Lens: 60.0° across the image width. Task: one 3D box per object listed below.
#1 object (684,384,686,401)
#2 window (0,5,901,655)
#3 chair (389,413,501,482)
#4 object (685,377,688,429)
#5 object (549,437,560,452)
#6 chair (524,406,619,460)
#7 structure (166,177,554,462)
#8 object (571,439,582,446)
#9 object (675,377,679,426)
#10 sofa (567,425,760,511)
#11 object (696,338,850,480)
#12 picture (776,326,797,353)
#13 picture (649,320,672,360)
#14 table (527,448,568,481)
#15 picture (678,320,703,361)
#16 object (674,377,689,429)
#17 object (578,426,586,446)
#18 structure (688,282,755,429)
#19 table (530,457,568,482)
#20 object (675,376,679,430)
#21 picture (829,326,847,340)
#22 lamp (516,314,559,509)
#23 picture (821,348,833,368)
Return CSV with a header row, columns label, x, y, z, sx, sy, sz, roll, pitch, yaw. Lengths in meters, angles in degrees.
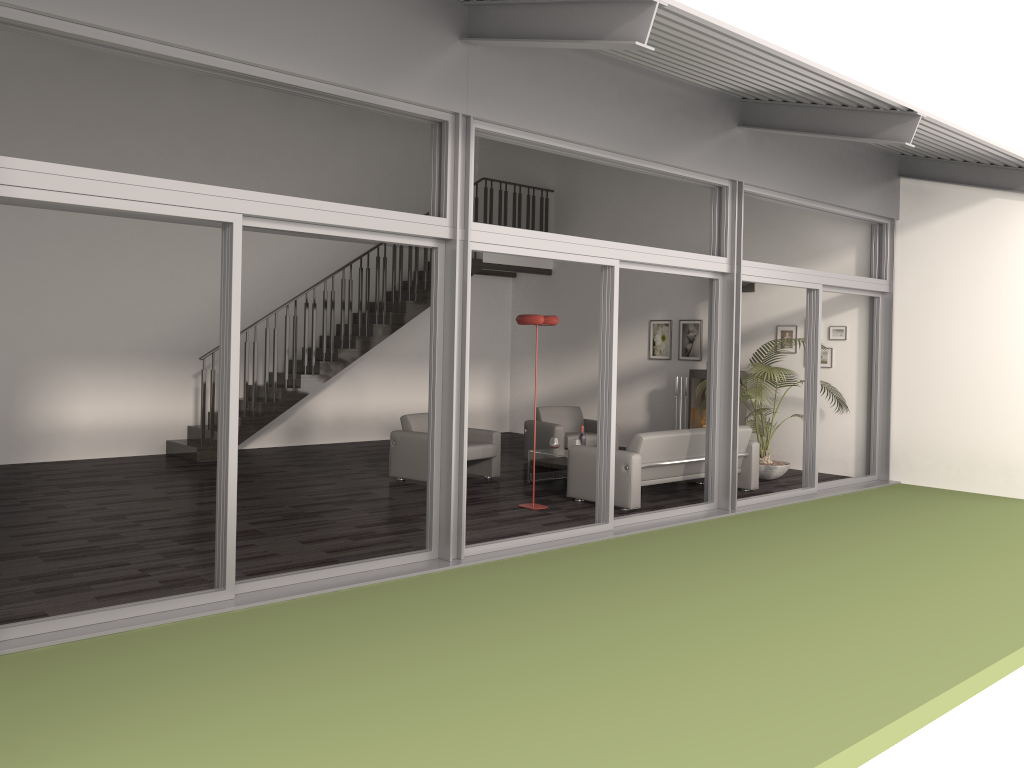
label,x,y,z,sx,sy,sz,roll,pitch,yaw
object,2.439,0.424,12.283,0.113,1.048,0.041,1,0,3
window,0.814,-0.529,7.219,9.744,3.470,0.385,-1,2,-42
chair,-0.710,0.702,9.860,0.910,0.717,0.963,3,2,38
object,2.392,0.428,12.193,0.145,1.052,0.075,1,0,9
object,0.468,0.665,9.700,0.116,0.155,0.116,1,1,-33
chair,0.772,0.669,11.385,0.963,0.717,0.911,0,2,-27
structure,-1.749,-1.154,13.229,6.341,4.093,1.001,0,1,-42
object,0.697,0.675,9.596,0.116,0.155,0.116,2,1,39
object,2.253,0.411,12.152,0.078,1.020,0.167,1,0,10
sofa,1.574,0.784,9.102,2.114,0.717,0.902,-1,3,-42
object,2.858,0.279,10.491,1.719,1.666,2.119,3,2,43
picture,3.541,-0.576,11.423,0.015,0.352,0.288,1,1,-42
picture,2.173,-0.646,12.959,0.026,0.577,0.394,1,1,-42
table,0.549,0.917,9.671,0.400,0.342,0.681,0,2,-42
picture,2.529,-0.620,12.559,0.026,0.577,0.394,1,1,-42
object,2.333,0.461,12.251,0.400,1.125,0.400,1,0,8
object,0.786,0.655,9.936,0.093,0.370,0.093,1,1,-43
structure,2.958,-0.282,11.832,1.116,2.674,0.818,1,1,-42
table,0.846,0.966,9.937,1.200,0.250,0.601,-1,3,-42
object,2.266,0.385,12.313,0.116,0.983,0.042,1,0,24
picture,4.009,-0.626,10.899,0.015,0.166,0.221,1,1,-42
lamp,0.217,0.250,8.264,0.353,1.788,0.365,1,0,-42
picture,3.838,-0.332,11.085,0.015,0.244,0.360,1,1,-42
